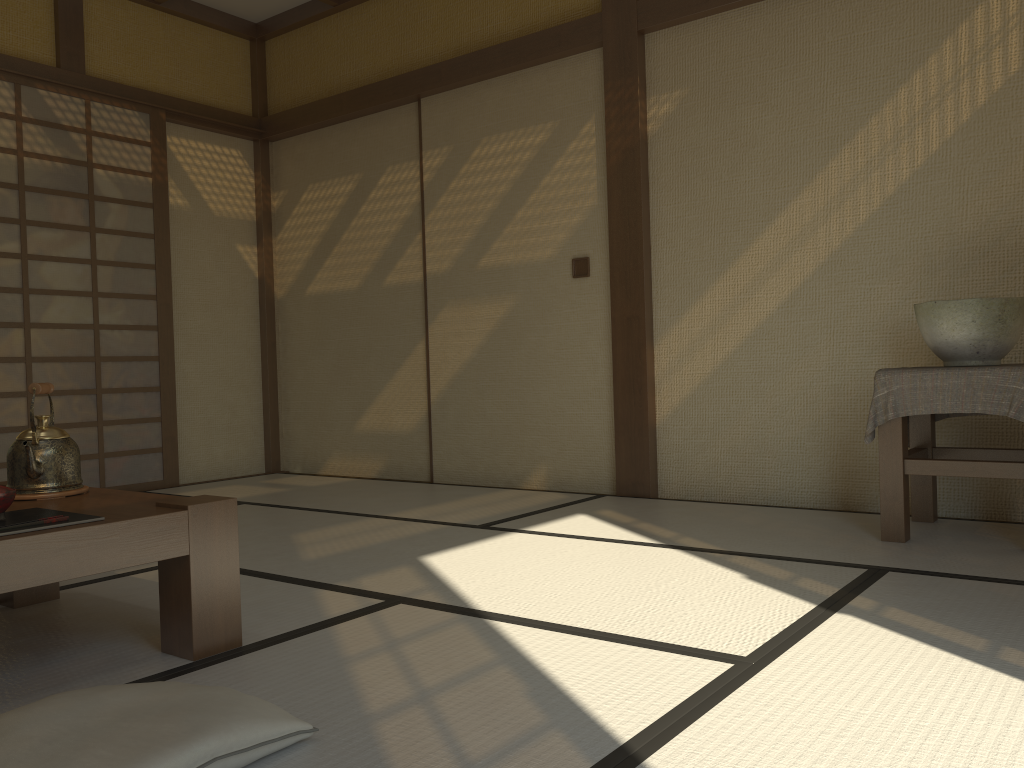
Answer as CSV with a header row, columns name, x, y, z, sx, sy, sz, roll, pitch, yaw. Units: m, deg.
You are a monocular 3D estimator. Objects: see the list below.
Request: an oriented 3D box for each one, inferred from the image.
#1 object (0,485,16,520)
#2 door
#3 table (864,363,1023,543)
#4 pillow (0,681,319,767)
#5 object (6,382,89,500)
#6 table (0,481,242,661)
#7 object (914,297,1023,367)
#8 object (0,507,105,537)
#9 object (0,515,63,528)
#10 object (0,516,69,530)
name,x,y,z,sx,sy,sz,roll,pitch,yaw
object,-1.094,0.245,1.855,0.100,0.080,0.100,-1,1,37
door,-2.492,-0.492,4.785,0.076,2.265,1.230,-1,1,37
table,1.618,0.232,3.103,0.629,0.595,0.633,-1,1,36
pillow,-0.662,0.591,1.451,0.486,0.107,0.496,-1,1,30
object,-1.233,0.144,2.324,0.226,0.296,0.219,-1,1,32
table,-1.339,0.466,1.983,1.000,0.350,1.000,-1,1,37
object,1.598,-0.176,3.086,0.357,0.230,0.358,-2,1,7
object,-1.098,0.292,1.801,0.300,0.007,0.400,-1,1,37
object,-0.998,0.282,1.776,0.008,0.008,0.200,-1,1,33
object,-0.984,0.282,1.765,0.008,0.008,0.200,-1,1,37
